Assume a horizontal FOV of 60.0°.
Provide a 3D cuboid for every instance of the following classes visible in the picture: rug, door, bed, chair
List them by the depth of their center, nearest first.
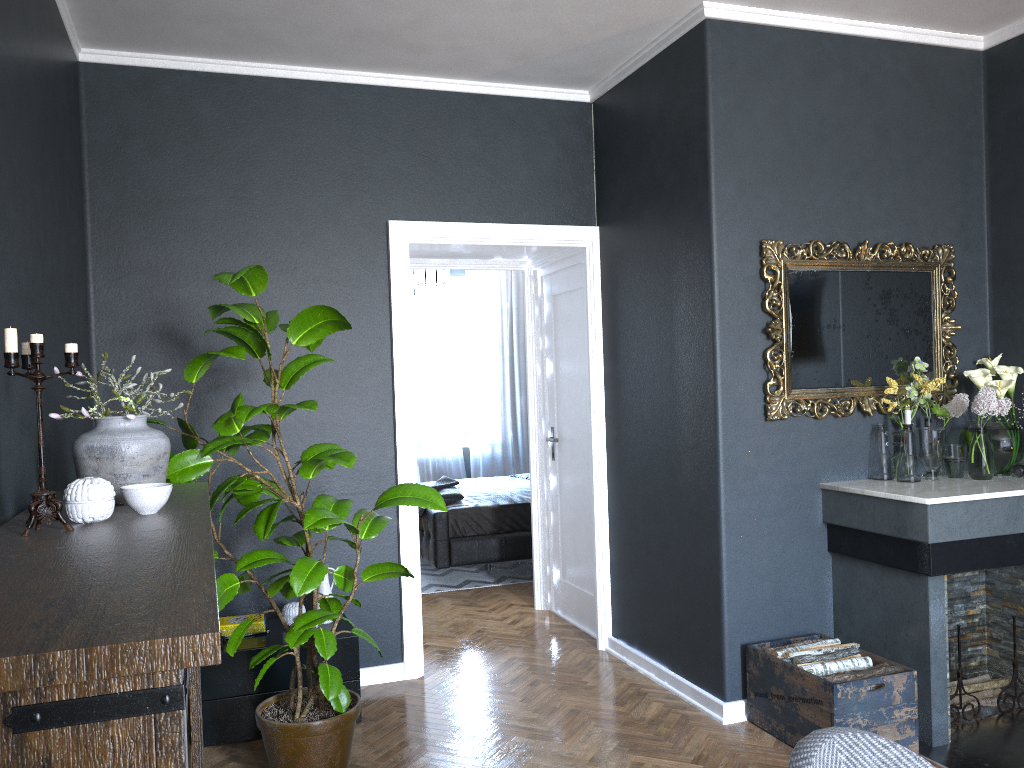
[{"bbox_3d":[0.689,1.025,1.396,0.645,0.811,0.495,-2,1,-41],"label":"chair"},{"bbox_3d":[0.377,0.344,5.266,0.162,2.187,0.857,-2,1,-19],"label":"door"},{"bbox_3d":[-0.327,1.461,7.393,1.458,0.013,2.045,-2,0,-19],"label":"rug"},{"bbox_3d":[0.127,0.865,7.585,2.374,1.162,2.265,-2,0,-19],"label":"bed"}]

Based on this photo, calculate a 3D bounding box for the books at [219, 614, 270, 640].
[{"bbox_3d":[-1.190,1.071,3.922,0.214,0.066,0.162,-2,0,-24],"label":"books"}]

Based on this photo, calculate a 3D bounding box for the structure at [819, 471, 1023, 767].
[{"bbox_3d":[1.962,0.906,3.688,1.065,0.981,0.834,-2,1,-19],"label":"structure"}]

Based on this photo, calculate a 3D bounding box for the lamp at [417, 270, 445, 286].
[{"bbox_3d":[-0.632,-1.146,6.801,0.210,0.770,0.210,-2,1,-6],"label":"lamp"}]

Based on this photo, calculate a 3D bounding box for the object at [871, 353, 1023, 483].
[{"bbox_3d":[1.989,0.141,3.864,0.727,0.547,0.474,-2,1,-16],"label":"object"}]

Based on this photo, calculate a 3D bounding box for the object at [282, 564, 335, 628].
[{"bbox_3d":[-0.937,0.961,4.011,0.228,0.268,0.228,-2,1,14],"label":"object"}]

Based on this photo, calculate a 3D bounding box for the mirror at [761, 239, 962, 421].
[{"bbox_3d":[1.566,-0.244,3.933,1.056,0.784,0.067,-2,1,-19],"label":"mirror"}]

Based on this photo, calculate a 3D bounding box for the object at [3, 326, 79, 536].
[{"bbox_3d":[-1.015,0.099,1.883,0.145,0.437,0.130,-2,1,17],"label":"object"}]

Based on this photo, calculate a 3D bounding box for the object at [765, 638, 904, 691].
[{"bbox_3d":[1.256,1.170,3.527,0.370,0.247,0.533,-2,0,-19],"label":"object"}]

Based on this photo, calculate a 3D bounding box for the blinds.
[{"bbox_3d":[-1.387,0.094,9.031,3.992,2.789,0.312,-2,1,-19],"label":"blinds"}]

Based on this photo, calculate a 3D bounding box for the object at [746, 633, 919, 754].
[{"bbox_3d":[1.255,1.246,3.527,0.383,0.326,0.552,-2,0,-19],"label":"object"}]

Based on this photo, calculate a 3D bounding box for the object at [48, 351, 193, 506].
[{"bbox_3d":[-1.055,0.113,2.389,0.385,0.412,0.275,-2,1,-41],"label":"object"}]

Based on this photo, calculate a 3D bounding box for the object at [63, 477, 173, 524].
[{"bbox_3d":[-0.920,0.262,2.081,0.118,0.104,0.255,-2,0,36],"label":"object"}]

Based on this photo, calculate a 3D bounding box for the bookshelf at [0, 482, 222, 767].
[{"bbox_3d":[-0.859,0.899,1.899,0.451,1.172,1.918,-2,0,-19],"label":"bookshelf"}]

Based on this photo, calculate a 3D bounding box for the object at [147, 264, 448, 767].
[{"bbox_3d":[-0.883,0.541,3.228,1.118,1.899,0.763,-2,1,-25],"label":"object"}]

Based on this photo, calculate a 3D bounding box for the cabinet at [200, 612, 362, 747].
[{"bbox_3d":[-1.038,1.293,3.942,0.650,0.390,0.456,-2,0,-19],"label":"cabinet"}]

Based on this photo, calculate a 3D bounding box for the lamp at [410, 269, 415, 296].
[{"bbox_3d":[-0.963,-1.146,7.731,0.210,0.747,0.210,-2,1,-6],"label":"lamp"}]
